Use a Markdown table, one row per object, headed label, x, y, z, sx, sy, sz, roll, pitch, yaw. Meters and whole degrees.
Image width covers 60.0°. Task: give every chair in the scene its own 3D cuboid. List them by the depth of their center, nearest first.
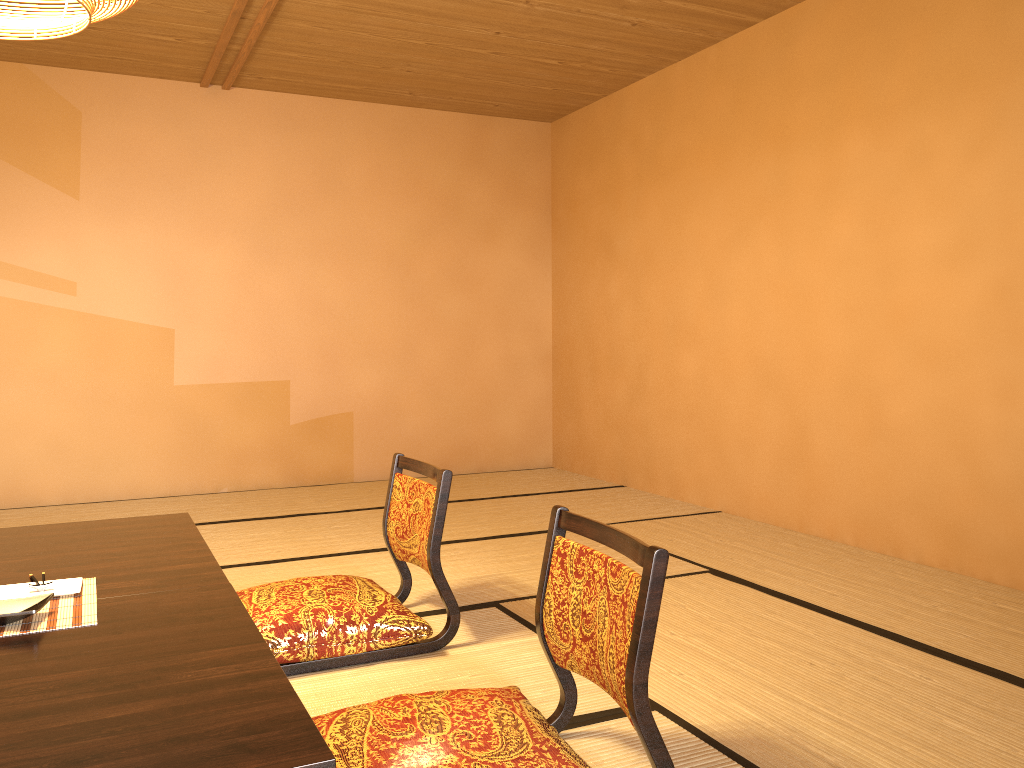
| label | x | y | z | sx | sy | sz | roll | pitch | yaw |
| --- | --- | --- | --- | --- | --- | --- | --- | --- | --- |
| chair | -0.096 | 0.569 | 1.761 | 0.686 | 0.547 | 0.582 | -2 | 3 | -21 |
| chair | -0.570 | 0.527 | 2.739 | 0.698 | 0.547 | 0.582 | -2 | 4 | -26 |

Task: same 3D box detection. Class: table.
| label | x | y | z | sx | sy | sz | roll | pitch | yaw |
| --- | --- | --- | --- | --- | --- | --- | --- | --- | --- |
| table | -0.902 | 0.685 | 1.460 | 0.994 | 0.357 | 0.994 | -2 | 3 | -25 |
| table | -1.331 | 0.646 | 2.356 | 0.994 | 0.357 | 0.994 | -2 | 3 | -25 |

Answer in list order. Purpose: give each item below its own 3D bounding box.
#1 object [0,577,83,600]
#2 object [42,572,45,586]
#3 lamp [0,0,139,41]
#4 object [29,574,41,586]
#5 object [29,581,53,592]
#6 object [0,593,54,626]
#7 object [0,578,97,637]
| label | x | y | z | sx | sy | sz | roll | pitch | yaw |
| --- | --- | --- | --- | --- | --- | --- | --- | --- | --- |
| object | -1.079 | 0.472 | 2.017 | 0.180 | 0.014 | 0.130 | -2 | 3 | -24 |
| object | -1.109 | 0.463 | 2.099 | 0.006 | 0.030 | 0.229 | -2 | 3 | -28 |
| lamp | -1.205 | -1.254 | 1.933 | 0.798 | 0.827 | 0.797 | -1 | 3 | -2 |
| object | -1.122 | 0.463 | 2.088 | 0.006 | 0.030 | 0.229 | -3 | 4 | -34 |
| object | -1.079 | 0.465 | 2.032 | 0.050 | 0.018 | 0.015 | -2 | 4 | -28 |
| object | -1.133 | 0.470 | 1.793 | 0.349 | 0.039 | 0.129 | -1 | 3 | -12 |
| object | -1.110 | 0.486 | 1.898 | 0.401 | 0.003 | 0.398 | -2 | 3 | -25 |
